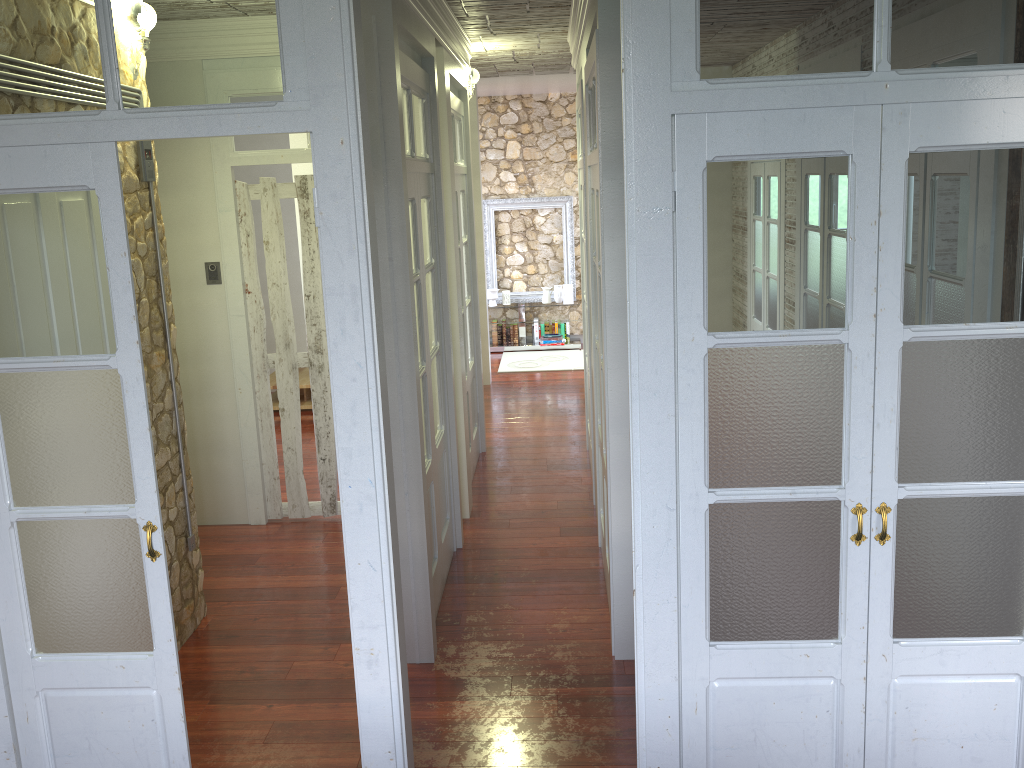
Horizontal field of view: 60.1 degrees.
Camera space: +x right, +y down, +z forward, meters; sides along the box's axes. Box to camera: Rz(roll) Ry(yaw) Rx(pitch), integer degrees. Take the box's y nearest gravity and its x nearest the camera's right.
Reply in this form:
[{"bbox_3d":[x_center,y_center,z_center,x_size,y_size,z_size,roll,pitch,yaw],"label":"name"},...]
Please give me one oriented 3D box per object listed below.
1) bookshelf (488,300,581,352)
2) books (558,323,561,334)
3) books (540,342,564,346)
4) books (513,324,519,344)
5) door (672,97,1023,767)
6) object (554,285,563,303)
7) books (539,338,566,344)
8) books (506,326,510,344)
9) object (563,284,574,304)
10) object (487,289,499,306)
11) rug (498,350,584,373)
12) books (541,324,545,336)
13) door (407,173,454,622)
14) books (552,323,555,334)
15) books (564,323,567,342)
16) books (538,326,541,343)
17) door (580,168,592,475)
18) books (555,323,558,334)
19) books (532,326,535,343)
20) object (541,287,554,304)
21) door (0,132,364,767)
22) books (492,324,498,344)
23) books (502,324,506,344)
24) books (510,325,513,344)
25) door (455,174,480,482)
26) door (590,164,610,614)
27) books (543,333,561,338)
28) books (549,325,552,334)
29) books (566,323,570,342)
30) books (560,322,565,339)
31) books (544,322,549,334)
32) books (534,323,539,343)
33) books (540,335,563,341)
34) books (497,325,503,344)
[{"bbox_3d":[0.120,-0.694,10.680,1.400,0.545,0.404,-2,11,3],"label":"bookshelf"},{"bbox_3d":[0.573,-0.638,10.713,0.034,0.232,0.185,-2,11,3],"label":"books"},{"bbox_3d":[0.480,-0.486,10.518,0.284,0.032,0.199,-2,13,3],"label":"books"},{"bbox_3d":[0.045,-0.618,10.743,0.057,0.226,0.173,-2,11,3],"label":"books"},{"bbox_3d":[0.968,0.361,2.402,1.057,2.158,0.041,-2,10,3],"label":"door"},{"bbox_3d":[0.555,-1.072,10.557,0.115,0.207,0.113,7,15,42],"label":"object"},{"bbox_3d":[0.478,-0.517,10.513,0.284,0.031,0.199,-5,13,-12],"label":"books"},{"bbox_3d":[-0.045,-0.594,10.738,0.048,0.190,0.145,-2,11,3],"label":"books"},{"bbox_3d":[0.662,-1.057,10.431,0.118,0.225,0.074,-2,10,3],"label":"object"},{"bbox_3d":[-0.232,-1.029,10.558,0.173,0.191,0.173,-2,11,3],"label":"object"},{"bbox_3d":[0.403,-0.264,9.945,1.067,0.016,1.079,-2,13,3],"label":"rug"},{"bbox_3d":[0.375,-0.630,10.745,0.045,0.220,0.176,-2,11,3],"label":"books"},{"bbox_3d":[-0.411,0.041,4.263,0.041,2.066,1.087,-2,11,3],"label":"door"},{"bbox_3d":[0.507,-0.636,10.717,0.034,0.232,0.185,-2,11,3],"label":"books"},{"bbox_3d":[0.647,-0.639,10.708,0.026,0.229,0.161,-2,11,3],"label":"books"},{"bbox_3d":[0.339,-0.617,10.730,0.026,0.204,0.163,-2,11,3],"label":"books"},{"bbox_3d":[0.522,-0.401,5.979,0.041,2.066,1.087,-2,11,3],"label":"door"},{"bbox_3d":[0.540,-0.636,10.711,0.034,0.232,0.185,-2,11,3],"label":"books"},{"bbox_3d":[0.259,-0.614,10.733,0.027,0.204,0.163,-2,11,3],"label":"books"},{"bbox_3d":[0.418,-1.062,10.574,0.116,0.192,0.137,4,13,33],"label":"object"},{"bbox_3d":[-0.875,0.413,2.541,1.190,2.161,0.485,-7,11,-22],"label":"door"},{"bbox_3d":[-0.203,-0.629,10.764,0.066,0.260,0.200,-2,11,3],"label":"books"},{"bbox_3d":[-0.092,-0.630,10.728,0.044,0.267,0.141,-2,11,3],"label":"books"},{"bbox_3d":[-0.001,-0.614,10.749,0.038,0.221,0.161,-2,11,3],"label":"books"},{"bbox_3d":[-0.330,-0.373,6.024,0.041,2.066,1.087,-2,11,3],"label":"door"},{"bbox_3d":[0.442,0.010,4.231,0.041,2.066,1.087,-2,11,3],"label":"door"},{"bbox_3d":[0.476,-0.572,10.505,0.204,0.023,0.145,-2,13,3],"label":"books"},{"bbox_3d":[0.472,-0.625,10.724,0.037,0.212,0.170,-2,11,3],"label":"books"},{"bbox_3d":[0.676,-0.641,10.704,0.034,0.232,0.185,-2,11,3],"label":"books"},{"bbox_3d":[0.612,-0.635,10.719,0.045,0.220,0.176,-2,11,3],"label":"books"},{"bbox_3d":[0.425,-0.629,10.719,0.057,0.226,0.173,-2,11,3],"label":"books"},{"bbox_3d":[0.298,-0.647,10.728,0.053,0.266,0.178,-2,11,3],"label":"books"},{"bbox_3d":[0.473,-0.547,10.511,0.254,0.030,0.176,-1,13,8],"label":"books"},{"bbox_3d":[-0.141,-0.612,10.751,0.057,0.227,0.191,-2,11,3],"label":"books"}]
